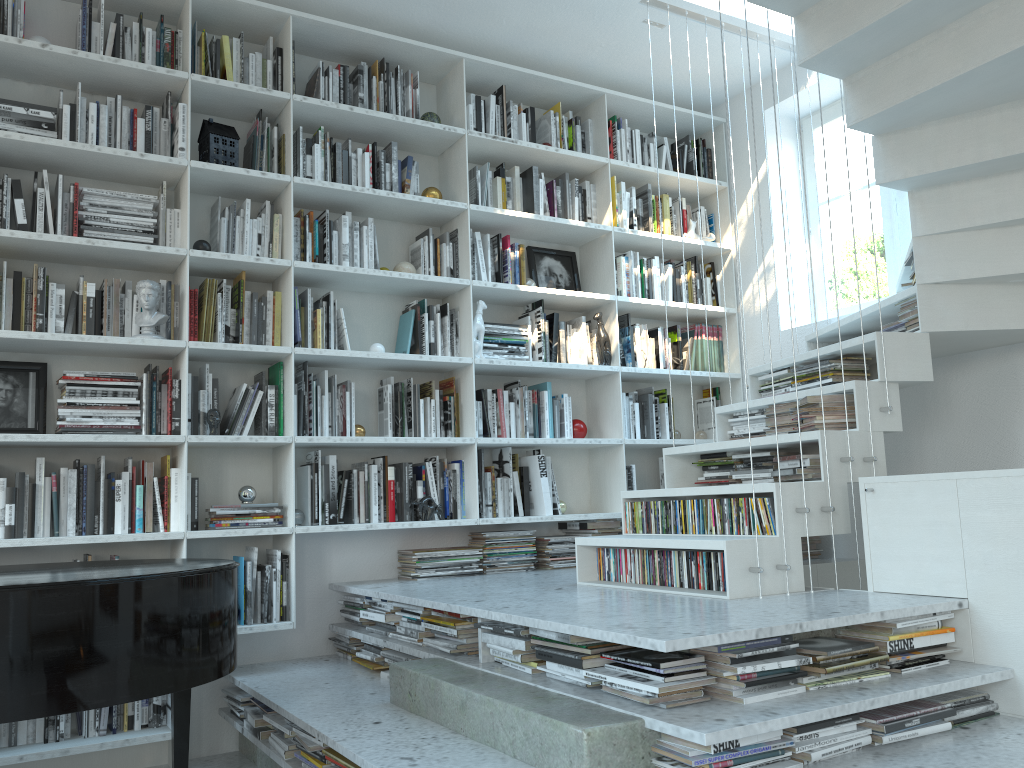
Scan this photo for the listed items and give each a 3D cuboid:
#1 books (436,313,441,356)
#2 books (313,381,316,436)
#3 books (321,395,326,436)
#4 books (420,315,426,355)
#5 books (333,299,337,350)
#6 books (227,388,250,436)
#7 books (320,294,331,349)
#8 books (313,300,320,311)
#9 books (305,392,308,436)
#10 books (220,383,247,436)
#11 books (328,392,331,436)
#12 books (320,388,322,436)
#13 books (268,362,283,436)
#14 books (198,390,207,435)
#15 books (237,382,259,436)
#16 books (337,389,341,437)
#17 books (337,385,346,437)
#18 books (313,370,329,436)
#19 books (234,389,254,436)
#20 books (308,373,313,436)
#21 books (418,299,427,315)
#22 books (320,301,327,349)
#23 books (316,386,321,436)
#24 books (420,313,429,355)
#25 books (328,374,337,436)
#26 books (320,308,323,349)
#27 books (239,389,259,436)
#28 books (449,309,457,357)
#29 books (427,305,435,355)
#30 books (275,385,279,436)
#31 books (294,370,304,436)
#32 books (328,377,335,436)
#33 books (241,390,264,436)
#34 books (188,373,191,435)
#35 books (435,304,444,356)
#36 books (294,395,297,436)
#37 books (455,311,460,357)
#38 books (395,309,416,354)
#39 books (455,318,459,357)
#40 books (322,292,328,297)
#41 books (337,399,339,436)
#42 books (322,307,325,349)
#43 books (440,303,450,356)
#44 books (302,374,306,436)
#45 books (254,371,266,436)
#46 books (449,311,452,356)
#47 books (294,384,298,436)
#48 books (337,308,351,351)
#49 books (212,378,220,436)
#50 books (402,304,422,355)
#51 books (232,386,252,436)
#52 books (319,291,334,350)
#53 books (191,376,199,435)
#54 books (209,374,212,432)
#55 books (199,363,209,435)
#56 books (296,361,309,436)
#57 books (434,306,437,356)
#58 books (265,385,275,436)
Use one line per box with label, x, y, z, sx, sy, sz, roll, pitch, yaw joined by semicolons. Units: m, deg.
books;-0.380;-0.208;4.204;0.012;0.224;0.178;2;-9;-30
books;-0.885;0.122;3.865;0.013;0.248;0.165;2;-8;-30
books;-0.851;0.154;3.877;0.013;0.186;0.184;2;-9;-30
books;-0.447;-0.203;4.169;0.006;0.209;0.188;2;-9;-30
books;-0.813;-0.238;3.979;0.007;0.253;0.161;2;-8;-30
books;-1.159;0.131;3.697;0.089;0.210;0.176;2;-9;-30
books;-0.839;-0.250;3.949;0.006;0.269;0.178;2;-8;-30
books;-0.880;-0.237;3.929;0.008;0.242;0.169;2;-8;-30
books;-0.918;0.144;3.856;0.013;0.204;0.154;2;-9;-30
books;-1.172;0.121;3.686;0.095;0.228;0.190;2;-9;-30
books;-0.830;0.149;3.908;0.013;0.203;0.167;2;-9;-30
books;-0.865;0.138;3.876;0.013;0.218;0.161;2;-9;-30
books;-1.013;0.079;3.797;0.014;0.324;0.183;2;-8;-30
books;-1.278;0.131;3.624;0.027;0.192;0.182;2;-9;-30
books;-1.130;0.119;3.733;0.094;0.238;0.150;2;-8;-30
books;-0.788;0.141;3.939;0.008;0.222;0.134;2;-8;-30
books;-0.773;0.133;3.937;0.015;0.238;0.176;2;-9;-30
books;-0.840;0.099;3.889;0.014;0.296;0.175;2;-8;-30
books;-1.144;0.133;3.725;0.090;0.211;0.143;2;-9;-30
books;-0.892;0.104;3.860;0.005;0.283;0.159;2;-8;-30
books;-0.437;-0.243;4.199;0.013;0.295;0.154;2;-8;-30
books;-0.853;-0.235;3.950;0.017;0.242;0.132;2;-8;-30
books;-0.869;0.132;3.860;0.011;0.226;0.188;2;-9;-30
books;-0.439;-0.207;4.175;0.013;0.219;0.187;2;-9;-30
books;-0.806;0.110;3.932;0.006;0.284;0.159;2;-8;-30
books;-0.870;-0.220;3.933;0.014;0.209;0.156;2;-9;-30
books;-1.131;0.133;3.741;0.090;0.215;0.139;2;-9;-30
books;-0.311;-0.220;4.243;0.011;0.252;0.169;2;-8;-30
books;-0.410;-0.228;4.197;0.018;0.263;0.165;2;-8;-30
books;-1.027;0.127;3.784;0.021;0.226;0.148;2;-8;-30
books;-0.935;0.098;3.846;0.018;0.294;0.177;2;-8;-30
books;-0.815;0.116;3.908;0.012;0.267;0.183;2;-8;-30
books;-1.114;0.138;3.738;0.091;0.205;0.169;2;-9;-30
books;-1.338;0.097;3.622;0.024;0.263;0.154;2;-8;-30
books;-0.372;-0.230;4.230;0.032;0.274;0.154;2;-8;-30
books;-0.960;0.150;3.830;0.015;0.188;0.168;2;-9;-30
books;-0.285;-0.214;4.264;0.010;0.245;0.158;2;-8;-30
books;-0.504;-0.218;4.153;0.056;0.240;0.153;2;-8;-30
books;-0.303;-0.197;4.262;0.023;0.212;0.164;2;-9;-30
books;-0.840;-0.257;4.005;0.011;0.300;0.089;2;-8;-30
books;-0.795;0.163;3.930;0.013;0.179;0.140;2;-9;-30
books;-0.857;-0.222;3.931;0.007;0.211;0.158;2;-9;-30
books;-0.342;-0.232;4.222;0.012;0.273;0.184;2;-8;-30
books;-0.924;0.105;3.850;0.006;0.281;0.155;2;-8;-30
books;-1.073;0.097;3.773;0.013;0.285;0.139;2;-8;-30
books;-0.330;-0.214;4.251;0.013;0.244;0.159;2;-8;-30
books;-0.954;0.127;3.847;0.011;0.239;0.136;2;-8;-30
books;-0.773;-0.218;3.967;0.051;0.210;0.177;2;-9;-30
books;-1.243;0.109;3.677;0.035;0.248;0.141;2;-8;-30
books;-0.469;-0.230;4.167;0.021;0.264;0.174;2;-8;-30
books;-1.156;0.126;3.724;0.095;0.225;0.144;2;-9;-30
books;-0.829;-0.257;3.963;0.013;0.287;0.159;2;-8;-30
books;-1.313;0.103;3.631;0.028;0.252;0.143;2;-8;-30
books;-1.263;0.100;3.666;0.012;0.265;0.157;2;-8;-30
books;-1.270;0.078;3.654;0.013;0.306;0.141;2;-8;-30
books;-0.917;0.078;3.878;0.007;0.341;0.149;2;-8;-30
books;-0.396;-0.225;4.205;0.015;0.259;0.152;2;-8;-30
books;-1.043;0.126;3.762;0.029;0.222;0.171;2;-9;-30
